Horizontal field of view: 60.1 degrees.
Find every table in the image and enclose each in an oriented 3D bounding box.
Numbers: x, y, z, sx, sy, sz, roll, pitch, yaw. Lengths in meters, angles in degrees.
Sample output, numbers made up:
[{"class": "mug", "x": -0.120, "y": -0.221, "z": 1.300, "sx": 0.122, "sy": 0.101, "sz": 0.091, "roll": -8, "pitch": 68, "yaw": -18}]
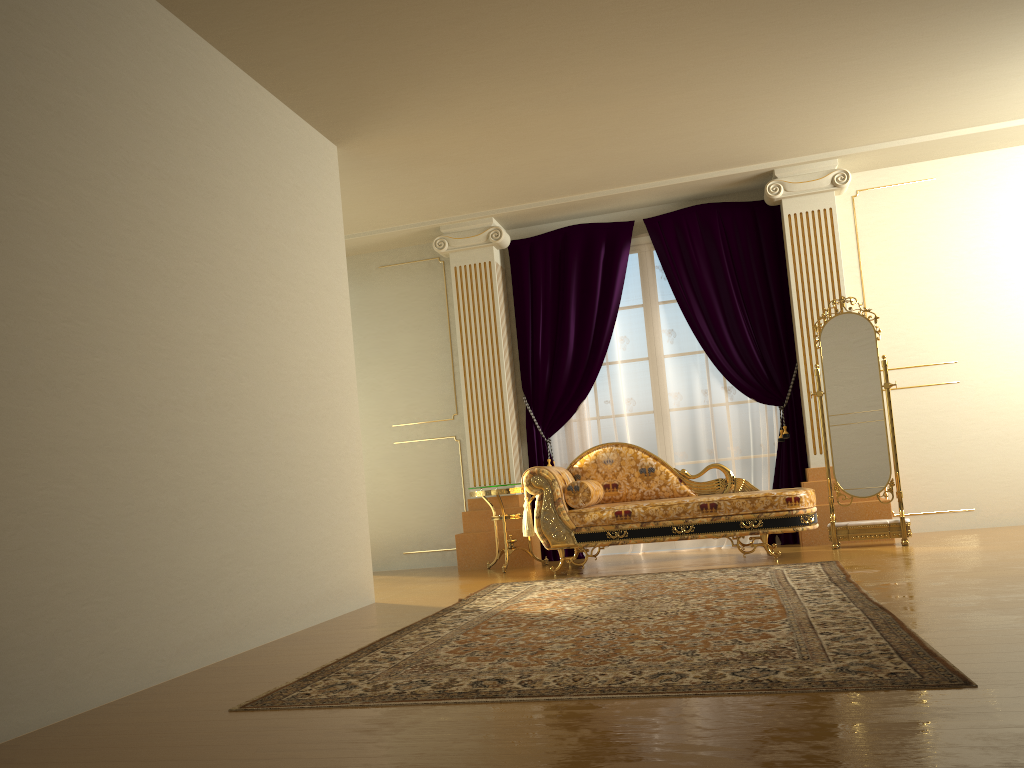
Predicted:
[{"class": "table", "x": -0.017, "y": 1.072, "z": 6.616, "sx": 0.570, "sy": 0.640, "sz": 0.575, "roll": -3, "pitch": -5, "yaw": -31}]

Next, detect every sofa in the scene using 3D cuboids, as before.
[{"class": "sofa", "x": 1.043, "y": 0.777, "z": 5.945, "sx": 1.896, "sy": 0.867, "sz": 0.695, "roll": -7, "pitch": -4, "yaw": 14}]

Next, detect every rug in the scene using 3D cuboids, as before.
[{"class": "rug", "x": 0.520, "y": 1.018, "z": 3.964, "sx": 2.120, "sy": 0.017, "sz": 3.090, "roll": -7, "pitch": -7, "yaw": 13}]

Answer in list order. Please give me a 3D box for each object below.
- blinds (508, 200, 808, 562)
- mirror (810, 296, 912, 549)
[{"class": "blinds", "x": 1.129, "y": -0.005, "z": 6.939, "sx": 2.239, "sy": 2.642, "sz": 0.340, "roll": -6, "pitch": -3, "yaw": 15}, {"class": "mirror", "x": 2.316, "y": 0.243, "z": 5.950, "sx": 0.543, "sy": 1.693, "sz": 0.243, "roll": -7, "pitch": -3, "yaw": 24}]
